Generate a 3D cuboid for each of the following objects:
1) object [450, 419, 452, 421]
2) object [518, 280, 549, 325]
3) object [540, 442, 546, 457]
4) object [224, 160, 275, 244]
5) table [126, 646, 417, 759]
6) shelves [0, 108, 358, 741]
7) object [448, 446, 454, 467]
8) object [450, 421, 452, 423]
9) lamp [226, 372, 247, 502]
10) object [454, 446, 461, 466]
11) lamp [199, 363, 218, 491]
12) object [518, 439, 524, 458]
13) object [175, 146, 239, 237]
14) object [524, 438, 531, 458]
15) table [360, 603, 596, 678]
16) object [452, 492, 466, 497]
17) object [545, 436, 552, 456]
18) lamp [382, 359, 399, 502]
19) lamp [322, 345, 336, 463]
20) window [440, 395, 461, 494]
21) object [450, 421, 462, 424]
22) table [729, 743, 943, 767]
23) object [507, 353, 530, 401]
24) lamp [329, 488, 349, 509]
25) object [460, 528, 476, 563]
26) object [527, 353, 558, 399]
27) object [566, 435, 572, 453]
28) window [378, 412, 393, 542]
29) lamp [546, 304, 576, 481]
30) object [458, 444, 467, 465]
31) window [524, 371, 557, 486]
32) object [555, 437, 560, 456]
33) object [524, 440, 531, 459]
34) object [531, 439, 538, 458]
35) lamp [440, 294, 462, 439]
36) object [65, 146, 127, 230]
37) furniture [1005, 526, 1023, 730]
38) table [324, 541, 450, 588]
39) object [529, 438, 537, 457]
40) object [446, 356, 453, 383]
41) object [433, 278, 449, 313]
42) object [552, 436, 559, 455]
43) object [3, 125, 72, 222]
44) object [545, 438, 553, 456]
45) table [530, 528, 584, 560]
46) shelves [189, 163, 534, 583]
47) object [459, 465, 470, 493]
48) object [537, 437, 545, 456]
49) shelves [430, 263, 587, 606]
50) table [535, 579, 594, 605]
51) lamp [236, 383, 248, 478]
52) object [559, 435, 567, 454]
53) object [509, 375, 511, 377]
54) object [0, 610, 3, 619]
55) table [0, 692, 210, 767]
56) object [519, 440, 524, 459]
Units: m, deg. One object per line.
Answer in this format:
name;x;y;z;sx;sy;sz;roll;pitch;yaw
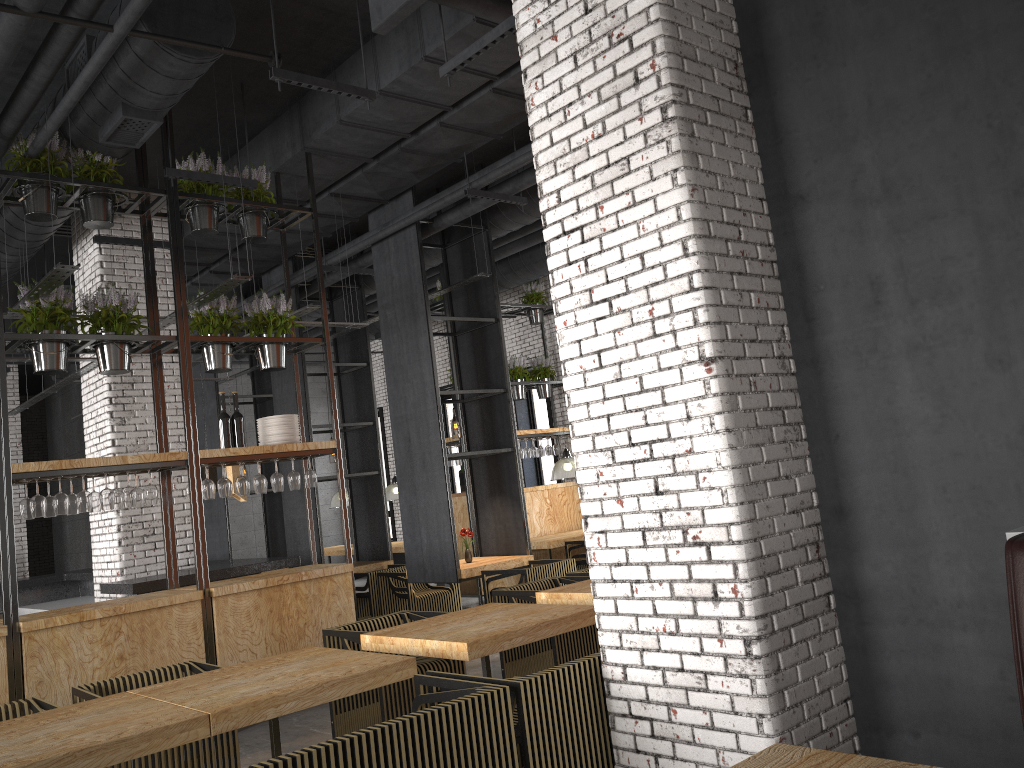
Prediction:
object;-0.673;0.481;11.967;0.334;0.039;0.334;-10;-7;22
object;0.341;-1.170;13.239;0.416;0.560;0.466;-3;-8;-32
object;0.440;0.935;13.018;0.101;0.268;0.100;-6;-7;-11
object;-2.211;-1.488;7.511;0.416;0.560;0.466;-5;-7;-17
table;-1.105;1.758;4.171;0.996;0.765;0.997;-1;-9;-42
shelves;-3.011;0.077;6.301;3.660;5.032;0.688;-1;-10;-42
object;-0.836;0.970;11.882;0.101;0.268;0.100;-7;-7;-5
object;-0.670;0.500;11.964;0.334;0.039;0.334;-10;-7;23
lamp;-2.787;0.403;8.811;0.127;1.551;0.127;-1;-10;-42
object;-0.732;0.967;11.974;0.101;0.268;0.100;-7;-7;-5
lamp;-3.222;0.436;9.299;0.127;1.398;0.127;-1;-10;-42
object;0.109;0.902;12.347;0.101;0.268;0.100;-7;-7;-5
object;-2.501;-1.490;7.166;0.416;0.560;0.467;-10;-8;21
object;0.207;0.899;12.434;0.101;0.268;0.100;-7;-7;-5
table;-0.132;1.731;5.038;0.996;0.765;0.997;-1;-9;-42
object;-0.580;1.469;11.875;0.411;0.050;0.410;-1;-9;-43
object;0.516;0.890;12.709;0.101;0.268;0.100;-6;-7;-11
lamp;-2.051;0.742;14.870;0.537;2.412;0.535;-6;-7;-6
lamp;-2.352;0.208;11.318;0.108;1.603;0.108;-8;-8;5
window;-0.996;1.479;16.270;0.365;2.706;0.746;-1;-10;-42
object;-0.668;0.519;11.962;0.334;0.044;0.334;-9;-7;18
table;-0.482;1.267;0.510;4.136;0.765;0.997;-2;-9;-42
object;0.057;-0.046;12.798;0.416;0.560;0.466;-8;-7;4
lamp;-3.178;1.029;16.139;0.536;2.412;0.535;-7;-7;0
object;-0.453;1.670;9.203;0.156;0.356;0.170;-8;-7;6
object;0.459;-0.064;13.100;0.416;0.560;0.466;-4;-8;-23
object;0.847;0.881;13.003;0.101;0.268;0.100;-6;-7;-11
window;-2.574;1.880;18.046;0.365;2.706;0.746;-1;-10;-42
lamp;0.622;0.081;12.026;0.537;2.412;0.535;-6;-7;-6
object;-0.649;0.923;11.672;0.101;0.268;0.100;-7;-7;-5
window;0.572;1.080;14.504;0.365;2.706;0.746;-1;-10;-42
object;0.660;0.929;13.214;0.101;0.268;0.100;-6;-7;-11
object;0.219;0.941;12.822;0.101;0.268;0.100;-7;-7;-5
object;0.329;0.938;12.920;0.101;0.268;0.100;-6;-7;-11
lamp;-0.676;-0.218;9.430;0.108;1.603;0.108;-10;-8;20
object;-3.135;-1.464;6.673;0.466;0.560;0.416;-14;-9;42
furniture;-0.057;0.959;0.008;6.764;1.153;1.912;-2;-9;-42
table;-2.257;3.134;15.096;1.000;0.765;4.124;-1;-9;-42
object;0.303;0.896;12.519;0.101;0.268;0.100;-7;-7;-5
object;-0.648;-0.033;12.112;0.467;0.560;0.415;-9;-7;13
object;-0.824;-1.129;12.282;0.416;0.560;0.467;-10;-8;22
object;0.626;0.887;12.807;0.101;0.268;0.100;-6;-7;-11
object;-3.396;-1.465;6.374;0.416;0.560;0.466;-4;-8;-23
object;0.550;0.932;13.116;0.101;0.268;0.100;-6;-7;-11
table;0.977;2.349;11.789;2.116;0.765;0.997;-1;-9;-42
shelves;-2.382;0.246;11.319;1.003;4.378;6.131;-1;-9;-42
object;-0.622;1.187;11.749;0.106;0.555;0.156;0;-10;-43
object;0.406;0.893;12.611;0.101;0.268;0.100;-7;-7;-5
shelves;-0.052;0.403;12.561;2.333;5.032;0.688;-1;-10;-42
table;0.905;1.700;5.938;0.996;0.765;0.997;-1;-9;-42
lamp;-4.060;0.643;13.241;0.108;1.603;0.108;-6;-8;-10
object;0.737;0.884;12.905;0.101;0.268;0.100;-6;-7;-11
object;-0.297;-0.037;12.474;0.415;0.560;0.467;-14;-10;42
object;-3.931;2.264;6.707;0.399;1.038;0.396;-6;-7;-7
table;-1.854;1.779;3.504;0.996;0.765;0.997;-1;-9;-42
object;0.116;0.944;12.730;0.101;0.268;0.100;-7;-7;-5
